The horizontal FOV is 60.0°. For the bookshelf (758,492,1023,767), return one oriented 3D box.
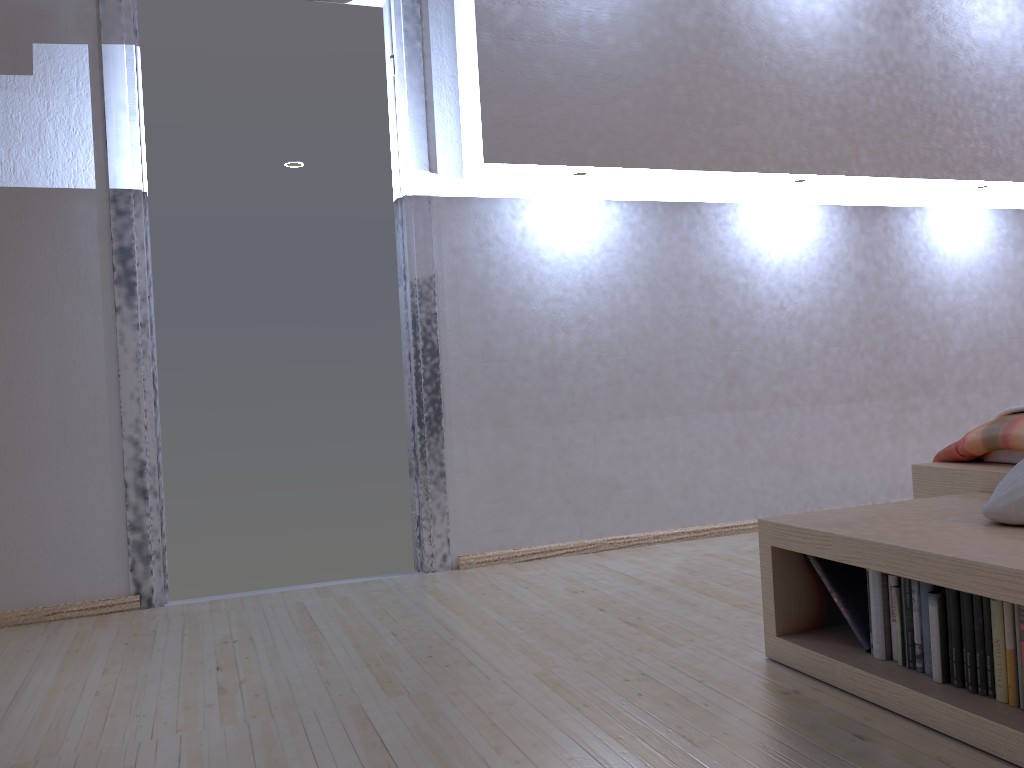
[{"bbox_3d":[1.102,0.411,1.352,0.643,0.303,1.495,-3,0,-20],"label":"bookshelf"}]

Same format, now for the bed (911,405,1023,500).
[{"bbox_3d":[2.798,-0.024,1.975,3.009,0.994,2.087,-3,0,-20],"label":"bed"}]

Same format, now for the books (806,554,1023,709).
[{"bbox_3d":[0.805,0.432,1.649,0.157,0.193,0.652,-3,0,-20],"label":"books"}]

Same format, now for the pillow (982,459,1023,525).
[{"bbox_3d":[1.213,0.143,1.738,0.498,0.241,0.470,-4,0,35],"label":"pillow"}]
